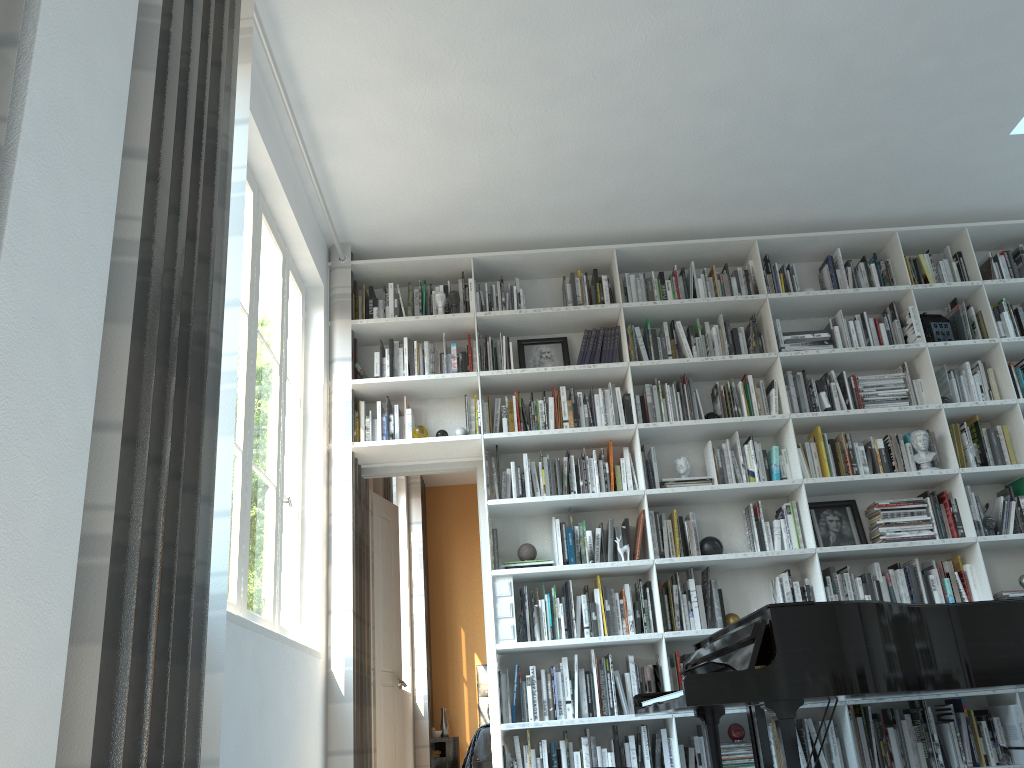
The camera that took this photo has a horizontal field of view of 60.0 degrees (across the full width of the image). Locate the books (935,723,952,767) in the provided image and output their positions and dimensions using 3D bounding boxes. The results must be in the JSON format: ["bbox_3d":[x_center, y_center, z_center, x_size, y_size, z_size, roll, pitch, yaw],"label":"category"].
[{"bbox_3d":[2.124,1.804,4.427,0.040,0.211,0.130,-4,-21,-1],"label":"books"}]

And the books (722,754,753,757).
[{"bbox_3d":[1.124,1.845,4.408,0.285,0.005,0.160,-4,-22,0],"label":"books"}]

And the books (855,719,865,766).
[{"bbox_3d":[1.717,1.811,4.431,0.010,0.258,0.131,-4,-21,-1],"label":"books"}]

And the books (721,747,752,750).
[{"bbox_3d":[1.125,1.812,4.412,0.254,0.005,0.161,-2,-22,-6],"label":"books"}]

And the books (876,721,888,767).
[{"bbox_3d":[1.821,1.809,4.419,0.012,0.238,0.129,-4,-21,-1],"label":"books"}]

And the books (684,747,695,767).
[{"bbox_3d":[0.876,1.894,4.384,0.053,0.183,0.148,-4,-22,-1],"label":"books"}]

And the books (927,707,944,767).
[{"bbox_3d":[2.070,1.763,4.417,0.014,0.287,0.185,-4,-21,-1],"label":"books"}]

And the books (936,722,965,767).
[{"bbox_3d":[2.168,1.792,4.403,0.029,0.209,0.171,-4,-22,-1],"label":"books"}]

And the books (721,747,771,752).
[{"bbox_3d":[1.126,1.818,4.414,0.285,0.005,0.160,-3,-22,-4],"label":"books"}]

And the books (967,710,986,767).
[{"bbox_3d":[2.283,1.764,4.418,0.011,0.257,0.172,-4,-21,-1],"label":"books"}]

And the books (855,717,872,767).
[{"bbox_3d":[1.734,1.804,4.424,0.025,0.262,0.145,-4,-21,-1],"label":"books"}]

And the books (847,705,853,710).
[{"bbox_3d":[1.702,1.769,4.434,0.014,0.338,0.140,-4,-21,-1],"label":"books"}]

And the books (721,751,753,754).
[{"bbox_3d":[1.123,1.827,4.408,0.285,0.005,0.160,-2,-22,-5],"label":"books"}]

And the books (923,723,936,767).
[{"bbox_3d":[2.041,1.803,4.410,0.022,0.212,0.168,-4,-21,-1],"label":"books"}]

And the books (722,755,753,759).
[{"bbox_3d":[1.125,1.850,4.406,0.254,0.005,0.161,-3,-22,-2],"label":"books"}]

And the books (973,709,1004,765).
[{"bbox_3d":[2.368,1.761,4.422,0.013,0.255,0.177,-4,-21,-1],"label":"books"}]

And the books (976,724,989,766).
[{"bbox_3d":[2.303,1.798,4.415,0.024,0.190,0.155,-4,-22,-1],"label":"books"}]

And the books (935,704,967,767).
[{"bbox_3d":[2.186,1.753,4.419,0.011,0.291,0.184,-4,-21,-1],"label":"books"}]

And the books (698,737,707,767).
[{"bbox_3d":[0.937,1.872,4.399,0.027,0.226,0.140,-4,-21,-1],"label":"books"}]

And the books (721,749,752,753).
[{"bbox_3d":[1.126,1.823,4.410,0.254,0.005,0.161,-5,-22,2],"label":"books"}]

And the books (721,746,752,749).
[{"bbox_3d":[1.125,1.811,4.424,0.254,0.005,0.161,-4,-22,-1],"label":"books"}]

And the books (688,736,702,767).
[{"bbox_3d":[0.912,1.868,4.391,0.023,0.230,0.165,-4,-21,-1],"label":"books"}]

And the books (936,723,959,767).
[{"bbox_3d":[2.149,1.794,4.397,0.010,0.205,0.180,-4,-22,-1],"label":"books"}]

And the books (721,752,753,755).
[{"bbox_3d":[1.124,1.836,4.414,0.254,0.005,0.161,-4,-22,-1],"label":"books"}]

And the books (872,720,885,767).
[{"bbox_3d":[1.803,1.808,4.423,0.022,0.246,0.144,-4,-21,-1],"label":"books"}]

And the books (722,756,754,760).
[{"bbox_3d":[1.125,1.854,4.402,0.285,0.005,0.160,-3,-22,-3],"label":"books"}]

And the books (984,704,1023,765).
[{"bbox_3d":[2.445,1.726,4.368,0.038,0.268,0.278,-4,-22,-1],"label":"books"}]

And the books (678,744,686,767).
[{"bbox_3d":[0.837,1.892,4.392,0.025,0.197,0.161,-4,-22,-1],"label":"books"}]

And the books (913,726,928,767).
[{"bbox_3d":[2.006,1.813,4.416,0.024,0.202,0.145,-4,-21,-1],"label":"books"}]

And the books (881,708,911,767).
[{"bbox_3d":[1.919,1.776,4.430,0.026,0.293,0.155,-4,-21,-1],"label":"books"}]

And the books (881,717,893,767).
[{"bbox_3d":[1.844,1.801,4.427,0.012,0.254,0.151,-4,-21,-1],"label":"books"}]

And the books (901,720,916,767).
[{"bbox_3d":[1.949,1.803,4.422,0.030,0.233,0.138,-4,-21,-1],"label":"books"}]

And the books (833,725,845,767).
[{"bbox_3d":[1.618,1.827,4.424,0.021,0.236,0.116,-4,-21,-1],"label":"books"}]

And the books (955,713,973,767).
[{"bbox_3d":[2.214,1.767,4.403,0.044,0.250,0.187,-4,-21,-1],"label":"books"}]

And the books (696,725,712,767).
[{"bbox_3d":[0.962,1.845,4.410,0.027,0.281,0.130,-4,-21,-1],"label":"books"}]

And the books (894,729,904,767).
[{"bbox_3d":[1.894,1.827,4.422,0.030,0.196,0.143,-4,-21,-1],"label":"books"}]

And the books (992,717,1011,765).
[{"bbox_3d":[2.390,1.775,4.410,0.029,0.217,0.191,-4,-22,-1],"label":"books"}]

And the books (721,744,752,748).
[{"bbox_3d":[1.125,1.806,4.426,0.254,0.005,0.161,-4,-22,-1],"label":"books"}]

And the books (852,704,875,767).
[{"bbox_3d":[1.749,1.765,4.428,0.012,0.336,0.144,-4,-21,-1],"label":"books"}]

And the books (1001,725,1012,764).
[{"bbox_3d":[2.418,1.794,4.415,0.023,0.181,0.149,-4,-22,-1],"label":"books"}]

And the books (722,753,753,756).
[{"bbox_3d":[1.124,1.840,4.410,0.285,0.005,0.160,-3,-22,-2],"label":"books"}]

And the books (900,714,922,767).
[{"bbox_3d":[1.977,1.789,4.427,0.028,0.260,0.133,-4,-21,-1],"label":"books"}]

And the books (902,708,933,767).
[{"bbox_3d":[2.021,1.769,4.419,0.013,0.284,0.185,-4,-21,-1],"label":"books"}]

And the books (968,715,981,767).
[{"bbox_3d":[2.264,1.780,4.428,0.028,0.237,0.140,-4,-21,-1],"label":"books"}]

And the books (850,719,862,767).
[{"bbox_3d":[1.671,1.804,4.402,0.026,0.255,0.184,-4,-21,-1],"label":"books"}]

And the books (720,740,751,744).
[{"bbox_3d":[1.123,1.786,4.421,0.285,0.005,0.160,-6,-22,3],"label":"books"}]

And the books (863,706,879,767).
[{"bbox_3d":[1.773,1.776,4.424,0.034,0.310,0.170,-4,-21,-1],"label":"books"}]

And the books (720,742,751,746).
[{"bbox_3d":[1.124,1.795,4.428,0.254,0.005,0.161,-4,-22,0],"label":"books"}]

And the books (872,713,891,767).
[{"bbox_3d":[1.832,1.792,4.430,0.012,0.275,0.155,-4,-21,-1],"label":"books"}]

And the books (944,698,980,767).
[{"bbox_3d":[2.241,1.736,4.419,0.013,0.315,0.187,-4,-21,-1],"label":"books"}]

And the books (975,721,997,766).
[{"bbox_3d":[2.325,1.786,4.409,0.022,0.204,0.192,-4,-22,-1],"label":"books"}]

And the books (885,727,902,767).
[{"bbox_3d":[1.865,1.814,4.395,0.028,0.205,0.175,-4,-22,-1],"label":"books"}]

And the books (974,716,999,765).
[{"bbox_3d":[2.349,1.778,4.424,0.028,0.226,0.162,-4,-21,-1],"label":"books"}]

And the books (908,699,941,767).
[{"bbox_3d":[2.055,1.742,4.424,0.014,0.334,0.183,-4,-21,-1],"label":"books"}]

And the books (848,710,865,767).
[{"bbox_3d":[1.690,1.782,4.411,0.014,0.299,0.185,-4,-21,-1],"label":"books"}]

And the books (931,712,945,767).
[{"bbox_3d":[2.090,1.780,4.428,0.024,0.261,0.132,-4,-21,-1],"label":"books"}]

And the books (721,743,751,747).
[{"bbox_3d":[1.124,1.801,4.428,0.285,0.005,0.160,-4,-22,-1],"label":"books"}]
